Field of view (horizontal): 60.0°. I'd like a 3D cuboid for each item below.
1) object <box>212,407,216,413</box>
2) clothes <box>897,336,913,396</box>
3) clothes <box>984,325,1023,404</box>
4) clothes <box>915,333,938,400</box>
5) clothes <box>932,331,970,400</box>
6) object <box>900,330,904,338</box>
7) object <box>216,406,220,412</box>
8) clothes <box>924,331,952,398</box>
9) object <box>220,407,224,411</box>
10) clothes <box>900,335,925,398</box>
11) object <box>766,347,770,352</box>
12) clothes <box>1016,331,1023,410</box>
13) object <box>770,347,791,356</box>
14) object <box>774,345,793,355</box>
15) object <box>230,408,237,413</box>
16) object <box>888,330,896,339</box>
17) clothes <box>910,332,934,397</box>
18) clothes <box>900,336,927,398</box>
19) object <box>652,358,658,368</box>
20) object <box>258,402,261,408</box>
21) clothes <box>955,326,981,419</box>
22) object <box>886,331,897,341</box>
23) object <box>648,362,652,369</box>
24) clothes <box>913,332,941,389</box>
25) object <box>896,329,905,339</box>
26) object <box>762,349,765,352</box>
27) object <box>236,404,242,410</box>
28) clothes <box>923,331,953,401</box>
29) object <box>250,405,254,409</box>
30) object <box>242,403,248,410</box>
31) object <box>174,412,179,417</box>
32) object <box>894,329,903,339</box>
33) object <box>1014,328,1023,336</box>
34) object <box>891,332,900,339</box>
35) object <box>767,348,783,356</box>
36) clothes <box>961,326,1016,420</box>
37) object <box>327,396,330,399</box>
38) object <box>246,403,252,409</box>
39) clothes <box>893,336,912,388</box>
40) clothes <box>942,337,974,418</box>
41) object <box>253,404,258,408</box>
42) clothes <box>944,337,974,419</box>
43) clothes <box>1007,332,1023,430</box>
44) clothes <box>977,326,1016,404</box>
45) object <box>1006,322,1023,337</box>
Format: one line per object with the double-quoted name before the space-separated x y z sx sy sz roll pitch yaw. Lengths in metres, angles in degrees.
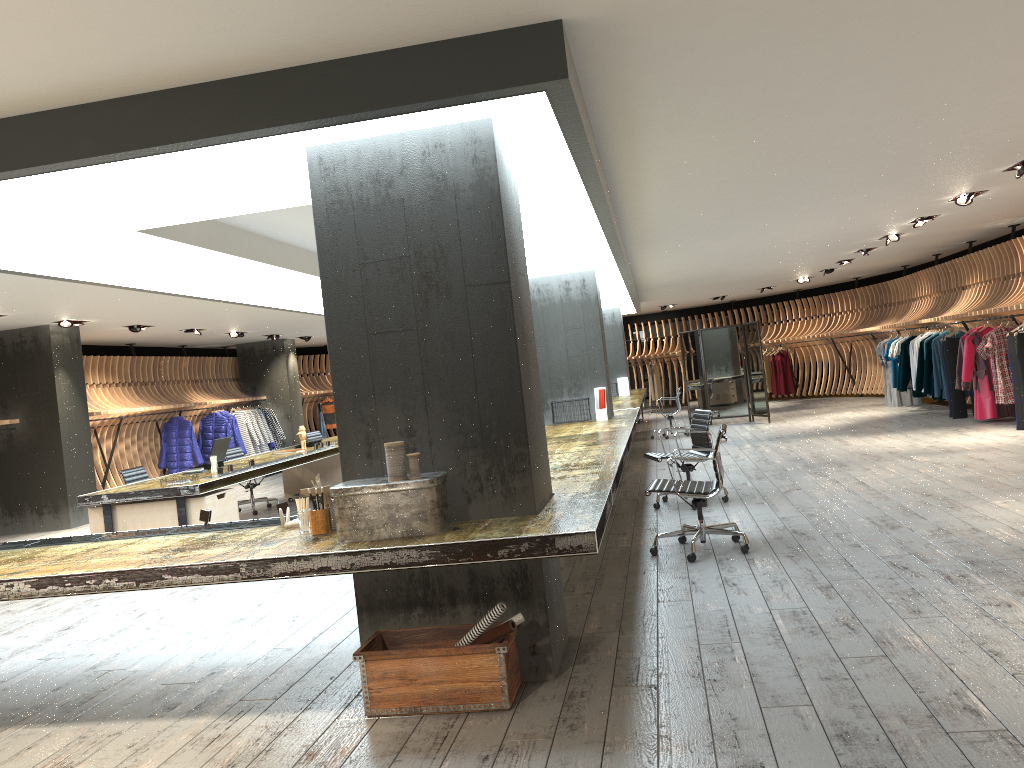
"object" -5.870 0.593 17.445 0.523 0.292 0.012 -6 -1 9
"clothes" 7.184 -0.324 15.551 0.913 1.081 0.238 -6 0 9
"clothes" 6.481 -0.251 11.425 0.760 1.030 0.179 -6 -1 -5
"clothes" 6.998 -0.298 14.415 0.913 1.081 0.238 -6 0 14
"clothes" 6.900 -0.310 13.752 0.714 1.088 0.257 -6 0 15
"object" 7.268 -0.888 16.428 0.524 0.270 0.012 -6 0 34
"object" -5.815 0.581 17.578 0.523 0.291 0.012 -6 -1 9
"clothes" 6.971 -0.321 14.185 0.714 1.088 0.257 -6 0 5
"object" -5.804 0.570 17.758 0.525 0.270 0.012 -6 -1 9
"clothes" 7.150 -0.319 15.344 0.913 1.081 0.238 -6 0 14
"object" 6.500 -0.852 22.534 0.525 0.270 0.012 -7 0 -41
"clothes" 6.425 0.001 10.720 0.539 1.353 0.087 -6 -1 9
"object" 6.718 -0.869 22.199 0.525 0.270 0.012 -6 -1 9
"object" 6.761 -0.874 22.107 0.525 0.270 0.012 -6 -1 -16
"object" -5.700 0.574 18.211 0.517 0.313 0.012 -6 -1 9
"object" 7.374 -0.907 17.182 0.525 0.270 0.012 -6 0 24
"clothes" 7.106 -0.332 14.929 0.732 1.106 0.165 -6 -1 14
"clothes" 7.171 -0.322 15.429 0.913 1.081 0.238 -6 0 9
"object" 4.010 -0.584 24.818 0.012 0.270 0.525 -7 0 29
"object" -5.510 0.552 19.419 0.517 0.313 0.012 -6 -1 9
"clothes" 6.700 -0.170 12.537 0.839 1.312 0.321 -6 0 8
"object" 7.343 -0.903 17.041 0.525 0.270 0.012 -6 -1 -1
"object" 3.886 -0.570 24.857 0.012 0.270 0.525 -7 0 24
"clothes" 7.020 -0.321 14.750 0.733 1.106 0.165 -6 -1 9
"object" 7.209 -0.874 16.302 0.523 0.289 0.015 -6 0 19
"object" 6.386 -0.840 22.724 0.525 0.270 0.012 -6 -1 9
"object" -5.663 0.568 18.443 0.517 0.313 0.012 -6 -1 9
"clothes" 6.948 -0.290 14.063 0.913 1.081 0.238 -6 0 9
"object" -5.619 0.539 19.085 0.525 0.270 0.012 -6 -1 9
"object" -5.620 0.561 18.702 0.517 0.313 0.012 -6 -1 9
"object" -6.079 0.613 16.067 0.525 0.270 0.012 -6 -1 9
"object" 7.320 -0.898 16.730 0.525 0.270 0.012 -6 -1 -6
"object" 6.338 -0.741 10.721 0.525 0.270 0.012 -6 -1 9
"object" 7.328 -0.900 16.904 0.525 0.270 0.012 -6 0 24
"object" 6.633 -0.861 22.335 0.525 0.270 0.012 -6 -1 -16
"clothes" 6.652 -0.162 12.251 0.839 1.312 0.321 -7 0 18
"object" -4.625 0.403 22.316 0.525 0.270 0.012 -6 0 24
"object" -5.592 0.557 18.879 0.517 0.313 0.012 -6 -1 9
"clothes" 7.171 -0.399 15.712 0.734 0.937 0.164 -6 -1 13
"clothes" 6.873 -0.070 13.472 0.539 1.353 0.087 -7 -1 34
"object" -5.536 0.558 19.233 0.516 0.316 0.012 -6 -1 9
"clothes" 6.824 -0.063 13.286 0.539 1.353 0.087 -7 -1 14
"clothes" 6.441 -0.002 10.924 0.087 1.353 0.539 -6 -1 -41
"clothes" 6.532 -0.256 11.642 0.760 1.020 0.188 -6 -1 10
"object" 6.364 -0.746 10.933 0.012 0.270 0.524 -6 0 -41
